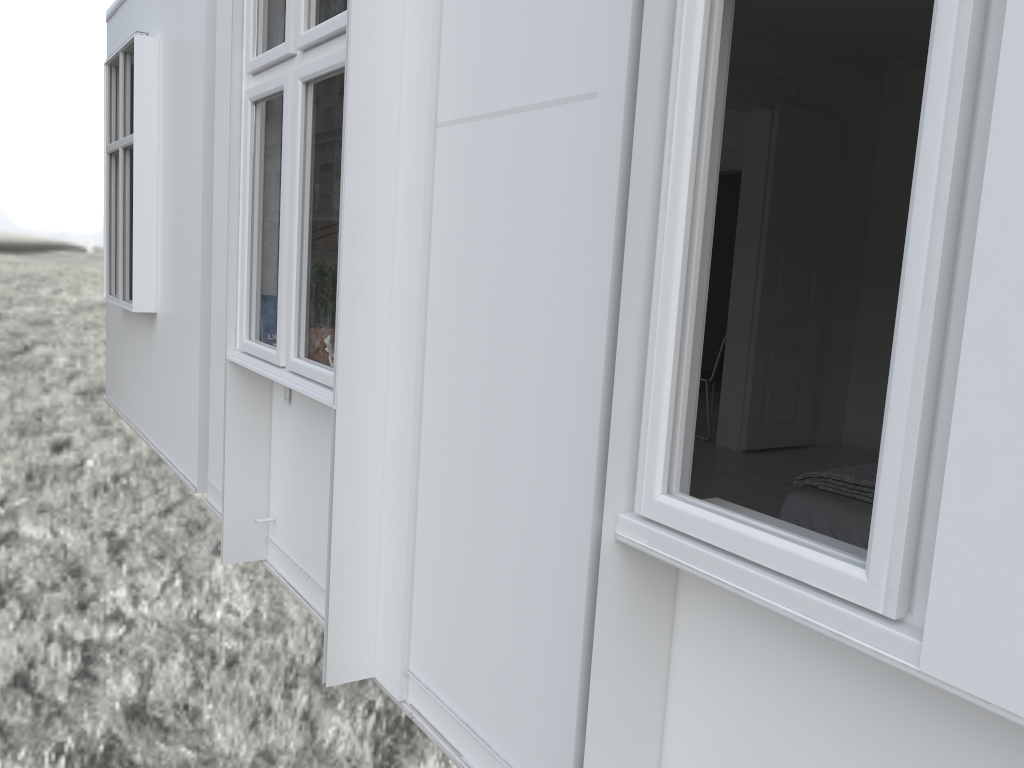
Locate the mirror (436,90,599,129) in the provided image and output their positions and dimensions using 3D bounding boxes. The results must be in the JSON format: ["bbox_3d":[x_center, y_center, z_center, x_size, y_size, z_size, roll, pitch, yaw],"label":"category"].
[{"bbox_3d":[-0.004,0.153,2.110,0.145,1.553,0.669,-1,9,-33],"label":"mirror"}]

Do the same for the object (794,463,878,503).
[{"bbox_3d":[1.668,0.315,3.266,1.460,0.104,0.405,-1,9,-33],"label":"object"}]

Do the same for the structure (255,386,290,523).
[{"bbox_3d":[-0.612,0.331,2.991,0.216,0.600,0.936,-1,9,-33],"label":"structure"}]

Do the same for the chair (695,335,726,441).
[{"bbox_3d":[1.557,-0.015,6.778,0.562,0.797,0.525,-1,9,-33],"label":"chair"}]

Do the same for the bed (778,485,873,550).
[{"bbox_3d":[2.117,0.418,2.559,1.888,1.168,2.177,-1,9,-33],"label":"bed"}]

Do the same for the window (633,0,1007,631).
[{"bbox_3d":[0.543,-0.461,0.931,0.079,1.536,1.048,-1,9,-33],"label":"window"}]

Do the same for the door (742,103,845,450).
[{"bbox_3d":[1.950,-0.701,6.153,0.666,2.325,0.034,-1,9,-33],"label":"door"}]

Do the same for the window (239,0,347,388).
[{"bbox_3d":[-0.656,-0.793,2.772,0.079,1.536,1.048,-1,9,-33],"label":"window"}]
